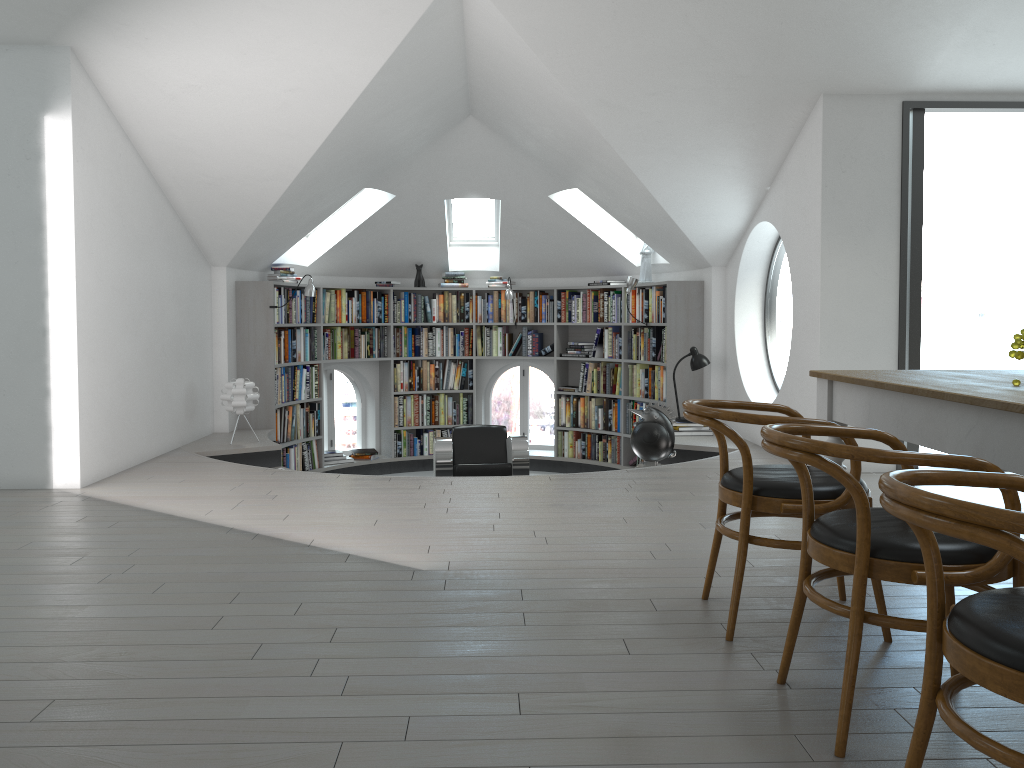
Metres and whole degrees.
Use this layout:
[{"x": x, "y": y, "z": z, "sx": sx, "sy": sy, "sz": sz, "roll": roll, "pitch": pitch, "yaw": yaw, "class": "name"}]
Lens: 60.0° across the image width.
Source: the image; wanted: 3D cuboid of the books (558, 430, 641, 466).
[{"x": 1.068, "y": 0.684, "z": 9.444, "sx": 0.360, "sy": 0.311, "sz": 1.498, "roll": -3, "pitch": 5, "yaw": -40, "class": "books"}]

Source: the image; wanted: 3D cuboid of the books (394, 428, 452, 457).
[{"x": -0.906, "y": 0.646, "z": 10.058, "sx": 1.019, "sy": 0.306, "sz": 0.288, "roll": -1, "pitch": 3, "yaw": -17, "class": "books"}]

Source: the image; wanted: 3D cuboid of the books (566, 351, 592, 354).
[{"x": 0.788, "y": -0.352, "z": 9.788, "sx": 0.286, "sy": 0.031, "sz": 0.269, "roll": 3, "pitch": 5, "yaw": 33, "class": "books"}]

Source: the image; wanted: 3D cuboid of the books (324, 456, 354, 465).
[{"x": -1.948, "y": 0.814, "z": 9.538, "sx": 0.366, "sy": 0.042, "sz": 0.388, "roll": -3, "pitch": 5, "yaw": -35, "class": "books"}]

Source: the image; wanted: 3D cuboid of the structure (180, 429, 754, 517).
[{"x": -0.361, "y": 0.775, "z": 7.934, "sx": 4.712, "sy": 0.692, "sz": 4.713, "roll": 4, "pitch": 6, "yaw": 43, "class": "structure"}]

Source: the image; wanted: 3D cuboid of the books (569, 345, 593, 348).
[{"x": 0.788, "y": -0.414, "z": 9.786, "sx": 0.213, "sy": 0.036, "sz": 0.227, "roll": -4, "pitch": 6, "yaw": -42, "class": "books"}]

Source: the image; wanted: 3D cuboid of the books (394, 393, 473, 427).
[{"x": -0.892, "y": 0.282, "z": 10.051, "sx": 1.032, "sy": 0.357, "sz": 0.293, "roll": -1, "pitch": 3, "yaw": -17, "class": "books"}]

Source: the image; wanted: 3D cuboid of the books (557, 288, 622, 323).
[{"x": 0.908, "y": -0.846, "z": 9.597, "sx": 0.970, "sy": 0.367, "sz": 0.306, "roll": 3, "pitch": 5, "yaw": 42, "class": "books"}]

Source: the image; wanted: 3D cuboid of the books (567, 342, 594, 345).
[{"x": 0.788, "y": -0.446, "z": 9.784, "sx": 0.269, "sy": 0.031, "sz": 0.286, "roll": -2, "pitch": 4, "yaw": -22, "class": "books"}]

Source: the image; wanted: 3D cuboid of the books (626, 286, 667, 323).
[{"x": 1.456, "y": -0.784, "z": 8.775, "sx": 0.293, "sy": 0.362, "sz": 1.015, "roll": -1, "pitch": 4, "yaw": -19, "class": "books"}]

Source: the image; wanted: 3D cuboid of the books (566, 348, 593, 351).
[{"x": 0.788, "y": -0.383, "z": 9.787, "sx": 0.269, "sy": 0.031, "sz": 0.286, "roll": -4, "pitch": 6, "yaw": -42, "class": "books"}]

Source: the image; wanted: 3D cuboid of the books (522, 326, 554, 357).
[{"x": 0.335, "y": -0.478, "z": 9.959, "sx": 0.399, "sy": 0.340, "sz": 0.224, "roll": 1, "pitch": 3, "yaw": 18, "class": "books"}]

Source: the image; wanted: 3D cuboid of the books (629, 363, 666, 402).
[{"x": 1.468, "y": -0.015, "z": 8.793, "sx": 0.275, "sy": 0.347, "sz": 1.022, "roll": -1, "pitch": 4, "yaw": -17, "class": "books"}]

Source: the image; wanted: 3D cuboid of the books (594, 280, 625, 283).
[{"x": 1.047, "y": -1.098, "z": 9.539, "sx": 0.233, "sy": 0.027, "sz": 0.248, "roll": -2, "pitch": 5, "yaw": -29, "class": "books"}]

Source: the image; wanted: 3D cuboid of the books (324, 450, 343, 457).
[{"x": -1.948, "y": 0.748, "z": 9.535, "sx": 0.213, "sy": 0.036, "sz": 0.227, "roll": -2, "pitch": 5, "yaw": -25, "class": "books"}]

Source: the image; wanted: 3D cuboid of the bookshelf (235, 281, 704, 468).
[{"x": -0.403, "y": -0.091, "z": 9.278, "sx": 4.332, "sy": 1.878, "sz": 2.112, "roll": 0, "pitch": 3, "yaw": -2, "class": "bookshelf"}]

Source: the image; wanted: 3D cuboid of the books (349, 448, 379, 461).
[{"x": -1.618, "y": 0.774, "z": 9.720, "sx": 0.318, "sy": 0.099, "sz": 0.292, "roll": 0, "pitch": 4, "yaw": 0, "class": "books"}]

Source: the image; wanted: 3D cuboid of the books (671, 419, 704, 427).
[{"x": 1.542, "y": 0.343, "z": 7.807, "sx": 0.269, "sy": 0.031, "sz": 0.286, "roll": 0, "pitch": 4, "yaw": 8, "class": "books"}]

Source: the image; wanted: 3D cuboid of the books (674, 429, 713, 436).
[{"x": 1.542, "y": 0.412, "z": 7.810, "sx": 0.365, "sy": 0.042, "sz": 0.388, "roll": 0, "pitch": 4, "yaw": -2, "class": "books"}]

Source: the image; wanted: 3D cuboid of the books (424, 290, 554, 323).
[{"x": -0.239, "y": -0.874, "z": 10.034, "sx": 1.565, "sy": 0.366, "sz": 0.394, "roll": 0, "pitch": 3, "yaw": 4, "class": "books"}]

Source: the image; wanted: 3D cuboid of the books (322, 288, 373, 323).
[{"x": -1.832, "y": -0.829, "z": 9.449, "sx": 0.269, "sy": 0.372, "sz": 0.793, "roll": 3, "pitch": 5, "yaw": 42, "class": "books"}]

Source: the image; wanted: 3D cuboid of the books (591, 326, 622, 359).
[{"x": 1.116, "y": -0.447, "z": 9.451, "sx": 0.553, "sy": 0.350, "sz": 0.256, "roll": 4, "pitch": 5, "yaw": 45, "class": "books"}]

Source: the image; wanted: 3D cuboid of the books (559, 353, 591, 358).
[{"x": 0.788, "y": -0.319, "z": 9.790, "sx": 0.388, "sy": 0.042, "sz": 0.366, "roll": 3, "pitch": 5, "yaw": 38, "class": "books"}]

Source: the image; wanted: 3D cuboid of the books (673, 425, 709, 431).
[{"x": 1.542, "y": 0.376, "z": 7.808, "sx": 0.286, "sy": 0.034, "sz": 0.305, "roll": -1, "pitch": 4, "yaw": -12, "class": "books"}]

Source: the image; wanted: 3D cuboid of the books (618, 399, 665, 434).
[{"x": 1.434, "y": 0.361, "z": 8.871, "sx": 0.304, "sy": 0.358, "sz": 1.185, "roll": -1, "pitch": 4, "yaw": -21, "class": "books"}]

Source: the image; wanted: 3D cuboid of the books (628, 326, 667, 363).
[{"x": 1.460, "y": -0.399, "z": 8.781, "sx": 0.279, "sy": 0.357, "sz": 1.054, "roll": -1, "pitch": 4, "yaw": -16, "class": "books"}]

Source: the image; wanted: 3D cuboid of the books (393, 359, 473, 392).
[{"x": -0.905, "y": -0.103, "z": 10.029, "sx": 0.997, "sy": 0.351, "sz": 0.298, "roll": -1, "pitch": 3, "yaw": -18, "class": "books"}]

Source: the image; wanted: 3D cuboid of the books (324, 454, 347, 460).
[{"x": -1.948, "y": 0.780, "z": 9.537, "sx": 0.269, "sy": 0.031, "sz": 0.286, "roll": -2, "pitch": 5, "yaw": -25, "class": "books"}]

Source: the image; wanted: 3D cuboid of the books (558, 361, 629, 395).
[{"x": 0.951, "y": -0.074, "z": 9.576, "sx": 0.974, "sy": 0.352, "sz": 0.252, "roll": 3, "pitch": 5, "yaw": 41, "class": "books"}]

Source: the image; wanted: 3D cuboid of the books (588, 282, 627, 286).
[{"x": 1.047, "y": -1.069, "z": 9.540, "sx": 0.317, "sy": 0.036, "sz": 0.336, "roll": -3, "pitch": 5, "yaw": -39, "class": "books"}]

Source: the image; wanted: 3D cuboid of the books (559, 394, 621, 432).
[{"x": 0.895, "y": 0.303, "z": 9.656, "sx": 0.872, "sy": 0.350, "sz": 0.272, "roll": 3, "pitch": 5, "yaw": 40, "class": "books"}]
